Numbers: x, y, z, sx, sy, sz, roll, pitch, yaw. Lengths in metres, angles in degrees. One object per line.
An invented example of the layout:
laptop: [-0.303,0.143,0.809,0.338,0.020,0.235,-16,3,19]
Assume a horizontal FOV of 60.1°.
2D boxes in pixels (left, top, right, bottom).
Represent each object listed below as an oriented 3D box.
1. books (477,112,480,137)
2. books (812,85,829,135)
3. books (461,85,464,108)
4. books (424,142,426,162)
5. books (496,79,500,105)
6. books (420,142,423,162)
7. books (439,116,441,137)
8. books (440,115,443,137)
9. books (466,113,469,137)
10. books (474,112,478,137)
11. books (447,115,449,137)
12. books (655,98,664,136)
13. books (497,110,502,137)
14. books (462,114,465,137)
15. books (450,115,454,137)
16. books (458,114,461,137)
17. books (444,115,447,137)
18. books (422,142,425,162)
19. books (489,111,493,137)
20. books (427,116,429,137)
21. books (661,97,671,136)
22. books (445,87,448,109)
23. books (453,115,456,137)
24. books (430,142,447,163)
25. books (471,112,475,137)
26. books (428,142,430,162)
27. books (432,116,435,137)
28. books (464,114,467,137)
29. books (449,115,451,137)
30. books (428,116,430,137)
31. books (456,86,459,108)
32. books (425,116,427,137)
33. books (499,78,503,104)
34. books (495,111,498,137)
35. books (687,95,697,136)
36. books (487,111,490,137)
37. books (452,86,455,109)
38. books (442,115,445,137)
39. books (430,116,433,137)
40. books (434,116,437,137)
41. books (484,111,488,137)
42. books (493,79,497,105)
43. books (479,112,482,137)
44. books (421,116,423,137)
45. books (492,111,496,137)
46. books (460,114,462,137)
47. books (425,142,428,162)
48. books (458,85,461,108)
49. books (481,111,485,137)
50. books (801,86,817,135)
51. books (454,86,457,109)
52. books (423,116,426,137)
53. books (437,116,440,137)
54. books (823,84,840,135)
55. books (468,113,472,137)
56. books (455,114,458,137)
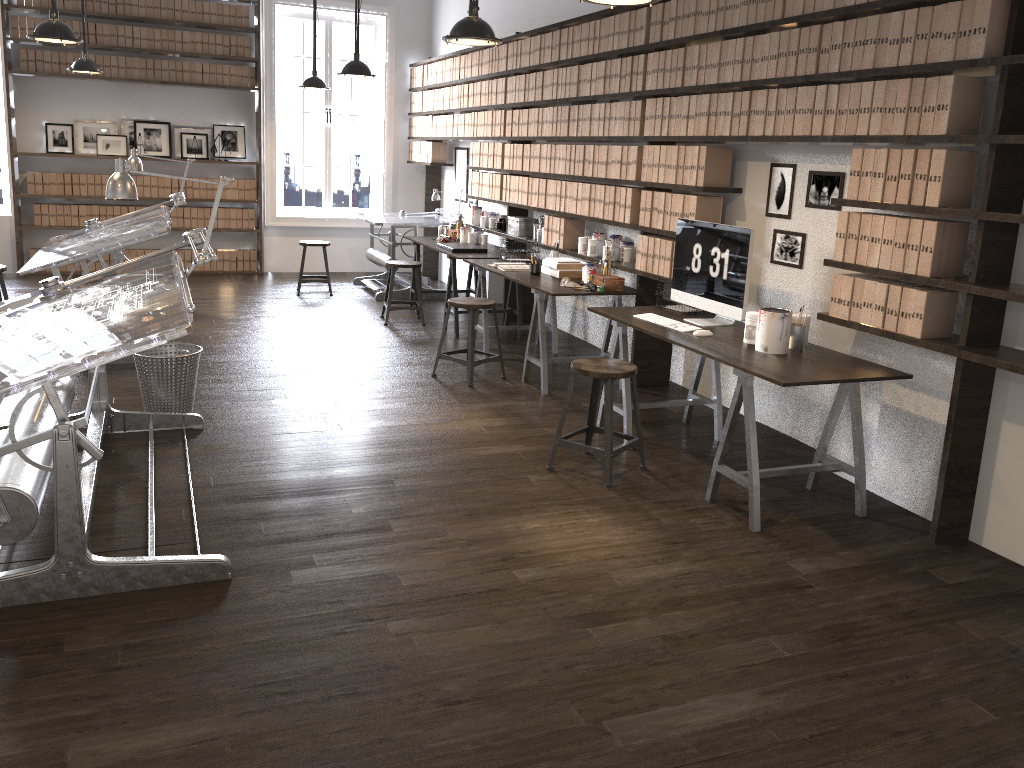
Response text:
books: [-0.233,-2.417,8.261,0.174,0.223,0.067,-2,13,-22]
books: [1.478,-1.249,4.064,0.174,0.223,0.067,-2,13,-22]
books: [-0.406,-2.801,8.653,0.174,0.223,0.067,-2,13,-22]
books: [-0.884,-2.580,9.869,0.174,0.223,0.067,-2,13,-22]
books: [-0.040,-2.553,7.762,0.174,0.223,0.067,-2,13,-22]
books: [-0.938,-2.614,9.990,0.174,0.223,0.067,-2,13,-22]
books: [-0.677,-2.711,9.346,0.174,0.223,0.067,-2,13,-22]
books: [-0.654,-2.693,9.281,0.174,0.223,0.067,-2,13,-22]
books: [-0.346,-2.484,8.527,0.174,0.223,0.067,-2,13,-22]
books: [-0.262,-2.434,8.323,0.174,0.223,0.067,-2,13,-22]
books: [-0.576,-2.641,9.093,0.174,0.223,0.067,-2,13,-22]
books: [0.958,-1.602,5.333,0.174,0.223,0.067,-2,13,-22]
books: [-0.033,-2.278,7.760,0.174,0.223,0.067,-2,13,-22]
books: [-0.397,-2.516,8.643,0.174,0.223,0.067,-2,13,-22]
books: [-0.527,-2.606,8.965,0.174,0.223,0.067,-2,13,-22]
books: [-0.442,-2.551,8.771,0.174,0.223,0.067,-2,13,-22]
books: [-0.604,-2.657,9.149,0.174,0.223,0.067,-2,13,-22]
books: [-0.909,-2.596,9.925,0.174,0.223,0.067,-2,13,-22]
books: [-0.112,-2.330,7.949,0.174,0.223,0.067,-2,13,-22]
books: [-0.845,-2.831,9.750,0.174,0.223,0.067,-2,13,-22]
books: [0.988,-1.584,5.269,0.174,0.223,0.067,-2,13,-22]
books: [-0.589,-2.924,9.097,0.174,0.223,0.067,-2,13,-22]
books: [-0.494,-2.587,8.899,0.174,0.223,0.067,-2,13,-22]
books: [-0.807,-2.528,9.682,0.174,0.223,0.067,-2,13,-22]
books: [-0.292,-2.452,8.387,0.174,0.223,0.067,-2,13,-22]
books: [-0.831,-2.546,9.746,0.174,0.223,0.067,-2,13,-22]
books: [-0.763,-2.767,9.545,0.174,0.223,0.067,-2,13,-22]
books: [-0.367,-2.500,8.584,0.174,0.223,0.067,-2,13,-22]
books: [-0.550,-2.625,9.034,0.174,0.223,0.067,-2,13,-22]
books: [-0.818,-2.812,9.682,0.174,0.223,0.067,-2,13,-22]
books: [-0.460,-2.834,8.775,0.174,0.223,0.067,-2,13,-22]
books: [-0.869,-2.849,9.814,0.174,0.223,0.067,-2,13,-22]
books: [-0.019,-2.537,7.705,0.174,0.223,0.067,-2,13,-22]
books: [-0.056,-2.296,7.826,0.174,0.223,0.067,-2,13,-22]
books: [1.093,-1.513,5.013,0.174,0.223,0.067,-2,13,-22]
books: [-0.133,-2.348,8.011,0.174,0.223,0.067,-2,13,-22]
books: [-0.506,-2.871,8.906,0.174,0.223,0.067,-2,13,-22]
books: [-0.631,-2.675,9.214,0.174,0.223,0.067,-2,13,-22]
books: [-0.799,-2.796,9.623,0.174,0.223,0.067,-2,13,-22]
books: [-0.734,-2.746,9.470,0.174,0.223,0.067,-2,13,-22]
books: [-0.158,-2.363,8.067,0.174,0.223,0.067,-2,13,-22]
books: [-0.069,-2.569,7.821,0.174,0.223,0.067,-2,13,-22]
books: [-0.209,-2.399,8.197,0.174,0.223,0.067,-2,13,-22]
books: [-0.928,-2.884,9.940,0.174,0.223,0.067,-2,13,-22]
books: [-0.082,-2.314,7.890,0.174,0.223,0.067,-2,13,-22]
books: [-0.416,-2.534,8.706,0.174,0.223,0.067,-2,13,-22]
books: [-0.864,-2.563,9.807,0.174,0.223,0.067,-2,13,-22]
books: [-0.434,-2.816,8.709,0.174,0.223,0.067,-2,13,-22]
books: [-0.186,-2.381,8.132,0.174,0.223,0.067,-2,13,-22]
books: [1.451,-1.267,4.129,0.174,0.223,0.067,-2,13,-22]
books: [-0.484,-2.853,8.842,0.174,0.223,0.067,-2,13,-22]
books: [-0.898,-2.866,9.876,0.174,0.223,0.067,-2,13,-22]
books: [-0.704,-2.729,9.408,0.174,0.223,0.067,-2,13,-22]
books: [1.508,-1.231,3.999,0.174,0.223,0.067,-2,13,-22]
books: [-0.320,-2.465,8.460,0.174,0.223,0.067,-2,13,-22]
books: [-0.472,-2.569,8.833,0.174,0.223,0.067,-2,13,-22]
